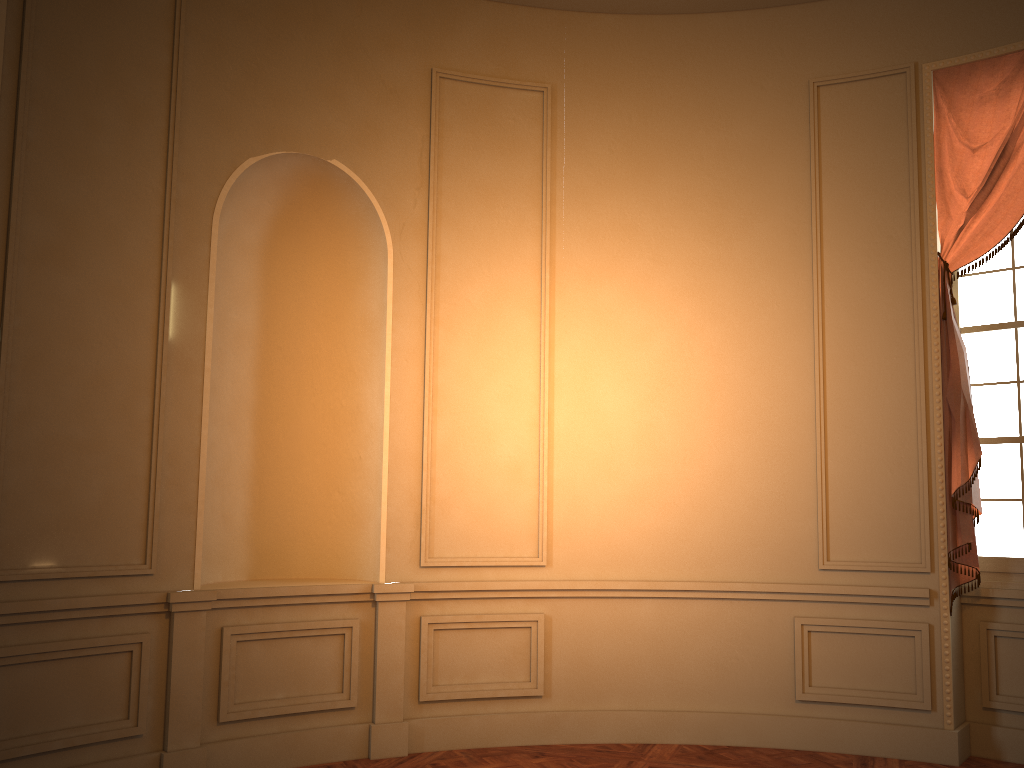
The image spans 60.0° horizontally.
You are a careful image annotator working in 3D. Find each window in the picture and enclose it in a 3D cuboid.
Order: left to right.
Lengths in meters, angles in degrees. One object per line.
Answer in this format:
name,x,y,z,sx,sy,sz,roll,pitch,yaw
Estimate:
window,2.963,-0.354,4.578,1.279,2.827,0.049,-4,-8,39

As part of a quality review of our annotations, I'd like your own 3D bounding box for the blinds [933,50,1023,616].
blinds,2.787,-0.322,4.345,1.304,2.966,0.293,-4,-8,39
